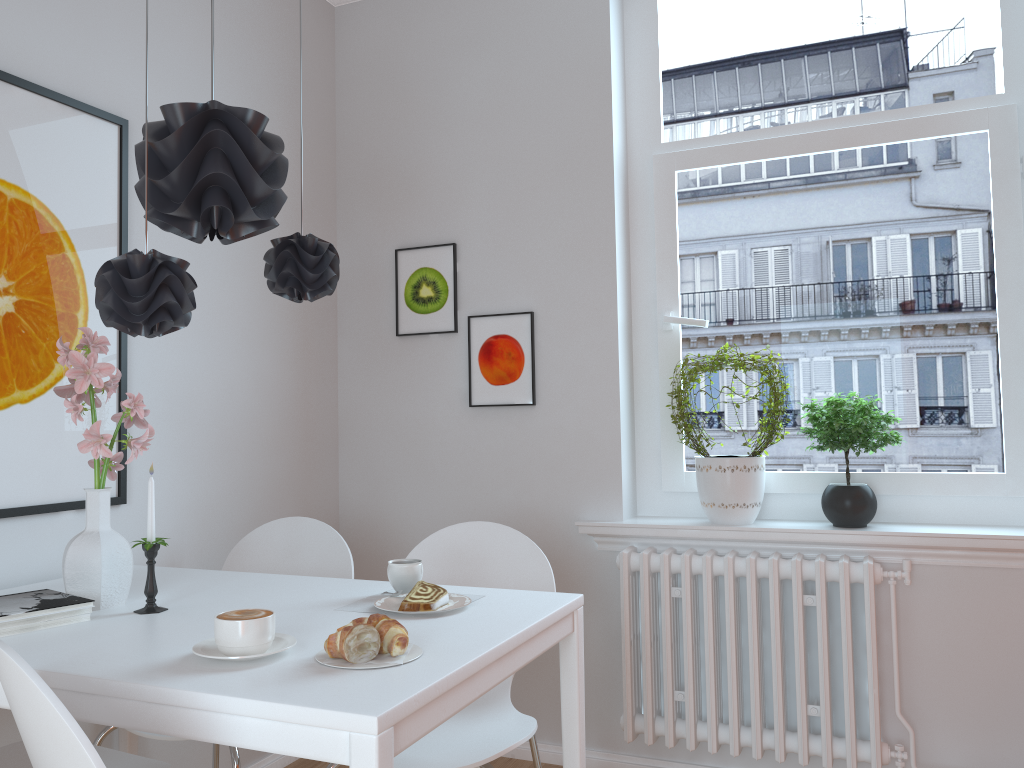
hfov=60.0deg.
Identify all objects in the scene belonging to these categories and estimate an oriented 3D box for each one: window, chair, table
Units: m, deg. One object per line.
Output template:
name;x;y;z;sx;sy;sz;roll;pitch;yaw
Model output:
window;0.999;-0.531;2.837;1.295;1.930;0.109;-2;-3;24
chair;-0.928;0.785;1.618;0.510;0.871;0.637;-3;-3;28
chair;-0.708;0.810;2.262;0.509;0.871;0.639;-2;-3;18
chair;-0.146;0.790;2.044;0.508;0.871;0.641;-2;-3;13
chair;-0.393;0.761;1.286;0.636;0.871;0.511;2;-4;-42
table;-0.589;0.833;1.715;1.287;0.771;0.825;-2;-3;23

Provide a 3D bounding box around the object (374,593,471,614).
object;-0.175;0.435;1.747;0.193;0.012;0.189;-2;-3;21

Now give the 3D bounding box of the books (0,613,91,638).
books;-0.955;0.443;1.644;0.194;0.014;0.255;-3;-3;38

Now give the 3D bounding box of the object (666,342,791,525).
object;0.688;0.152;2.816;0.386;0.574;0.216;-1;-3;4

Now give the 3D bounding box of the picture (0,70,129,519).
picture;-1.208;-0.215;2.056;0.017;1.053;0.791;-2;-3;23

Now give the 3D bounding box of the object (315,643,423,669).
object;-0.224;0.425;1.392;0.165;0.005;0.169;0;-3;-24

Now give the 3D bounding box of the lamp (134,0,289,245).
lamp;-0.612;-0.931;1.814;0.292;1.295;0.298;0;-3;-20

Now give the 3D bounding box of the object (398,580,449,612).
object;-0.169;0.419;1.742;0.075;0.043;0.127;-2;-3;15

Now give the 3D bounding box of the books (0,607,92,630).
books;-0.951;0.429;1.647;0.194;0.014;0.250;-3;-3;36

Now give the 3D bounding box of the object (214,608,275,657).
object;-0.426;0.394;1.410;0.100;0.064;0.093;-2;-3;26

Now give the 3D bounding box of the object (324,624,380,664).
object;-0.248;0.395;1.363;0.075;0.059;0.059;-4;-4;44

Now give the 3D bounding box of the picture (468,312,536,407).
picture;-0.038;-0.083;3.089;0.248;0.322;0.017;-2;-3;24

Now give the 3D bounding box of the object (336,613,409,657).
object;-0.215;0.396;1.406;0.132;0.060;0.069;-2;-3;23

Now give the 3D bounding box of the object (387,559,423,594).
object;-0.223;0.412;1.882;0.083;0.070;0.077;0;-3;-18

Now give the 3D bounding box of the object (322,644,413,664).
object;-0.222;0.423;1.389;0.123;0.005;0.120;-1;-3;3

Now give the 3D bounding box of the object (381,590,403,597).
object;-0.248;0.432;1.841;0.027;0.027;0.131;0;-3;-18

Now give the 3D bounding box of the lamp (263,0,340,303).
lamp;-0.499;-0.941;2.088;0.171;1.506;0.168;-2;-3;15

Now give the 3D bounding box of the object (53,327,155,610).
object;-0.859;0.169;1.871;0.175;0.580;0.183;2;-4;-40

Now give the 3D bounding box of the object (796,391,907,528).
object;1.017;0.223;2.675;0.269;0.407;0.312;0;-3;-17

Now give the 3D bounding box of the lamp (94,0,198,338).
lamp;-0.677;-0.837;1.648;0.172;1.506;0.167;-4;-4;40

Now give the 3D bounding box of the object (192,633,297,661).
object;-0.423;0.423;1.407;0.163;0.020;0.158;-3;-3;38

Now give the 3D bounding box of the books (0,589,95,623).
books;-0.948;0.416;1.642;0.210;0.012;0.253;-3;-3;39

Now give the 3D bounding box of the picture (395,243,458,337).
picture;-0.313;-0.340;3.222;0.248;0.322;0.017;-2;-3;24

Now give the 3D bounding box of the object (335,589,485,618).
object;-0.203;0.442;1.797;0.230;0.003;0.226;-2;-3;23

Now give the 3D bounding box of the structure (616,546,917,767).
structure;1.121;0.820;2.504;1.673;0.661;0.203;-2;-3;24

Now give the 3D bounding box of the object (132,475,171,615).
object;-0.721;0.303;1.770;0.078;0.298;0.080;0;-4;-27
